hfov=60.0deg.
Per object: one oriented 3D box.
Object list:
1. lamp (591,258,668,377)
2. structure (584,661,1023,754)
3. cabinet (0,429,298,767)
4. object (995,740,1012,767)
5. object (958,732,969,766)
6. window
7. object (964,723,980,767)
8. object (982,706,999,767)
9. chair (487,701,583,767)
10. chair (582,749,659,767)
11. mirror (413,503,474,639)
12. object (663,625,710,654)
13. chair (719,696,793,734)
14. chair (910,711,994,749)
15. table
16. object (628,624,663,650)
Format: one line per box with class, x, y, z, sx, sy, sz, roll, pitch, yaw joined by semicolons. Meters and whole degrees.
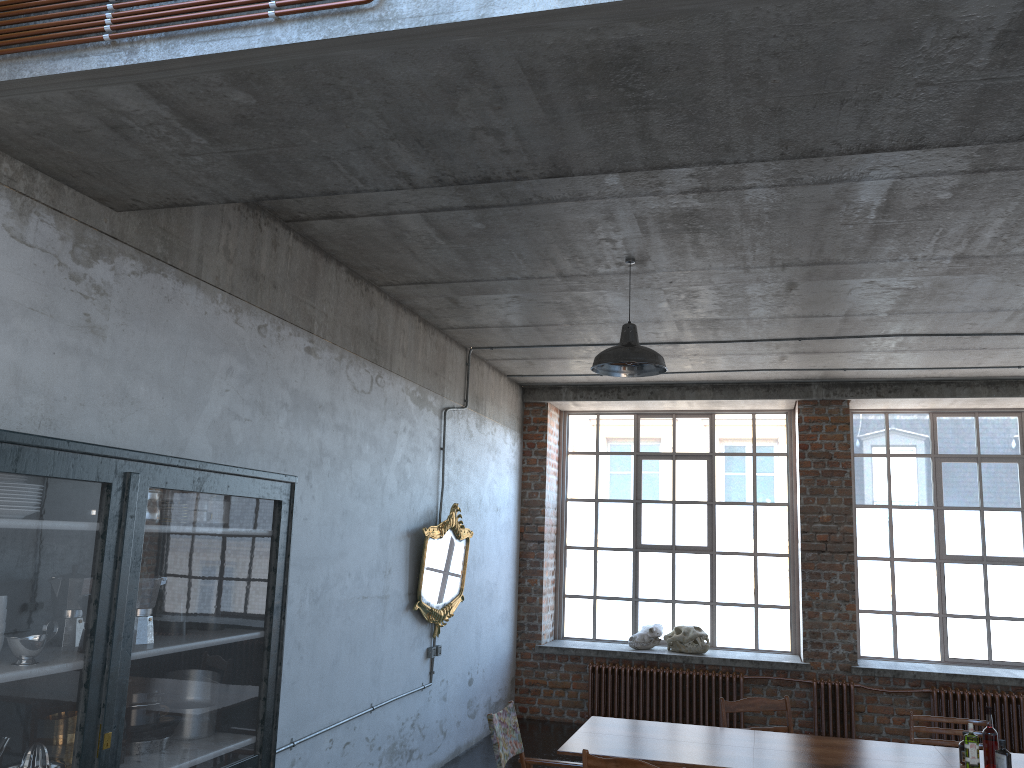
lamp;0.781;-0.527;5.884;0.502;0.891;0.502;-2;-11;20
structure;3.401;3.464;9.303;5.349;0.713;0.232;-1;-10;16
cabinet;-1.680;1.377;3.119;0.572;2.297;2.386;-1;-10;16
object;2.572;1.959;4.641;0.051;0.180;0.097;4;-10;-12
object;2.495;2.002;4.869;0.077;0.173;0.077;2;-10;1
window;7.778;3.339;9.326;19.864;12.900;0.747;-1;-10;16
object;2.470;1.947;4.764;0.070;0.235;0.041;-1;-10;15
object;2.580;1.911;4.782;0.075;0.324;0.075;-7;-13;40
chair;0.239;2.494;5.292;0.713;1.031;0.574;-1;-10;16
chair;0.714;2.373;4.439;0.573;1.028;0.509;-5;-12;35
mirror;-0.579;1.653;7.886;0.172;1.182;1.339;-1;-10;16
object;1.983;2.925;10.188;0.418;0.305;0.625;4;-10;-10
chair;1.780;2.678;5.951;0.573;1.028;0.509;6;-11;-19
chair;2.935;2.708;5.792;0.589;0.971;0.577;-1;-10;15
table;1.870;2.532;4.867;3.112;0.917;1.067;-1;-10;16
object;1.567;2.954;10.366;0.281;0.281;0.575;-7;-13;41
